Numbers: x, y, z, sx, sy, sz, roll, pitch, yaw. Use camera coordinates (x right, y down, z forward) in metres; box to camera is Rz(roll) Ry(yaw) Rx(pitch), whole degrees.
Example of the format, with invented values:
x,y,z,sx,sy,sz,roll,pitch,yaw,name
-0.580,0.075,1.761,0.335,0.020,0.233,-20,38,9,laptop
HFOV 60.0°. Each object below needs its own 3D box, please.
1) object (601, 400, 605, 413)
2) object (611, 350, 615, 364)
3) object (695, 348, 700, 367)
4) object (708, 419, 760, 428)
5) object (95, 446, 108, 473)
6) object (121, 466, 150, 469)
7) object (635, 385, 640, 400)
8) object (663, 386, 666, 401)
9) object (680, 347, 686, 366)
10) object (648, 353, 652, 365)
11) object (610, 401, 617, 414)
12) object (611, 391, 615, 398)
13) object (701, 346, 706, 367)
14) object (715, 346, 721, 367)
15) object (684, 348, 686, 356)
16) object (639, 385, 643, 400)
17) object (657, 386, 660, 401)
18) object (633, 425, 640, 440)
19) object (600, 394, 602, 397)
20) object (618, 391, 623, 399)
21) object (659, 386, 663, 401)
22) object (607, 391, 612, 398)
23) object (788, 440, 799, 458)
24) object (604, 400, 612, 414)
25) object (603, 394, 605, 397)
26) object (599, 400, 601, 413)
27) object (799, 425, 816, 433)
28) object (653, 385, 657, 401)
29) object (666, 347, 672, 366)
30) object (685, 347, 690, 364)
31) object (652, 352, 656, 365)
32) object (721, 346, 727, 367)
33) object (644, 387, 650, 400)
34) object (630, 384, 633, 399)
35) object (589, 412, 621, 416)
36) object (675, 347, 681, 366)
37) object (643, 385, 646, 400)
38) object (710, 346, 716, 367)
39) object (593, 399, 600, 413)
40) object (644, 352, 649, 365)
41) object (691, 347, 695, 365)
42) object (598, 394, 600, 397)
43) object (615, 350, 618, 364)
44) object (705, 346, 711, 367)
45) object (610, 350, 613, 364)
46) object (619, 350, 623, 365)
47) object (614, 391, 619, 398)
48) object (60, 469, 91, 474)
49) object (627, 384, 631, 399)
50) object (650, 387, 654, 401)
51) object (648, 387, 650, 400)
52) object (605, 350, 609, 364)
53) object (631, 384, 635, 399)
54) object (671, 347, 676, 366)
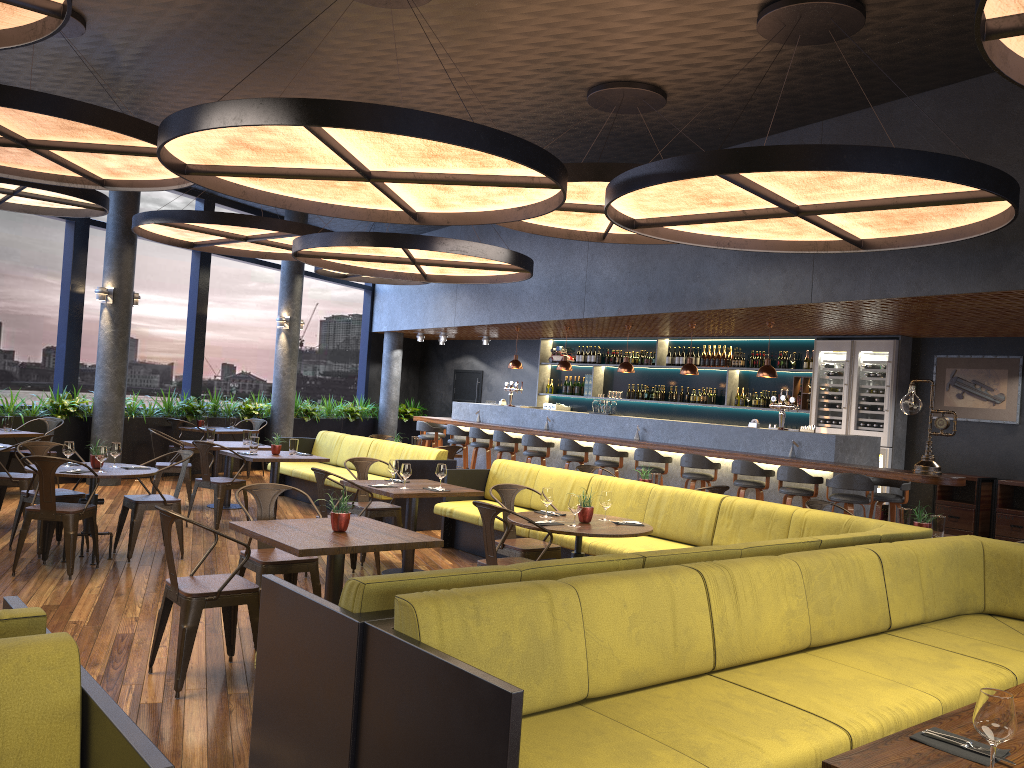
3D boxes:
x,y,z,sx,sy,sz,roll,pitch,yaw,name
1.347,0.342,12.971,0.105,0.209,0.105,4,-1,-4,object
1.763,-0.463,15.392,0.063,0.254,0.063,4,-1,23,object
2.952,-0.424,14.092,0.085,0.310,0.086,4,-1,1,object
2.756,0.471,11.174,0.200,0.106,0.766,4,-1,-39,object
-3.297,0.604,7.122,0.097,0.206,0.097,4,-1,-33,object
-3.214,0.708,7.527,0.255,0.019,0.157,4,-1,-41,object
2.132,0.138,15.043,0.063,0.254,0.063,4,-1,8,object
2.496,0.159,14.603,0.063,0.254,0.063,4,-1,23,object
2.739,-0.438,14.199,0.085,0.310,0.086,4,-1,-12,object
2.319,-0.413,14.807,0.068,0.217,0.068,4,-1,-34,object
1.472,0.350,12.918,0.105,0.209,0.105,4,-1,-4,object
1.762,0.183,15.396,0.084,0.119,0.084,4,-1,6,object
3.001,-0.434,13.865,0.084,0.330,0.084,4,-1,-33,object
3.181,-0.424,13.639,0.084,0.330,0.084,4,-1,-33,object
2.770,-0.434,14.314,0.085,0.310,0.086,4,-1,1,object
2.180,0.140,14.921,0.063,0.254,0.063,4,-1,-12,object
2.432,0.155,14.690,0.063,0.254,0.063,4,-1,-7,object
1.715,0.661,12.089,0.114,0.203,0.069,3,-1,40,object
1.565,0.201,15.547,0.042,0.059,0.042,4,-1,13,object
1.872,0.189,15.262,0.084,0.119,0.084,4,-1,6,object
2.447,0.154,14.534,0.063,0.254,0.063,4,-1,3,object
1.708,0.180,15.462,0.084,0.119,0.084,4,-1,6,object
3.245,0.747,10.231,0.114,0.203,0.069,4,-1,-5,object
1.387,0.343,12.840,0.105,0.209,0.105,4,-1,-4,object
1.608,0.204,15.552,0.042,0.059,0.042,4,-1,13,object
1.324,0.341,13.093,0.105,0.209,0.105,4,-1,-4,object
3.436,0.516,10.312,0.177,0.091,0.091,4,-1,26,object
2.365,0.150,14.644,0.063,0.254,0.063,4,-1,-22,object
2.555,-0.448,14.421,0.085,0.310,0.086,4,-1,-12,object
2.829,-0.431,14.237,0.085,0.310,0.086,4,-1,-28,object
2.357,-0.416,14.658,0.088,0.224,0.088,4,-1,-25,object
3.244,-0.420,13.566,0.084,0.330,0.084,4,-1,-33,object
2.249,0.159,14.777,0.088,0.224,0.088,4,-1,-25,object
2.054,0.134,15.139,0.063,0.254,0.063,3,-1,43,object
1.364,0.438,12.984,0.273,0.019,0.437,4,-1,-39,object
2.682,-0.441,14.272,0.085,0.310,0.086,4,-1,-6,object
2.247,0.145,14.980,0.063,0.254,0.063,4,-1,23,object
3.120,-0.427,13.721,0.084,0.330,0.084,4,-1,-33,object
1.233,0.335,13.034,0.105,0.209,0.105,4,-1,-4,object
2.242,-0.419,14.754,0.068,0.217,0.068,3,-1,35,object
2.864,-0.431,14.050,0.085,0.310,0.086,4,-1,-6,object
1.533,0.200,15.643,0.042,0.059,0.042,4,-1,13,object
1.819,-0.459,15.454,0.063,0.254,0.063,4,-1,23,object
3.061,-0.430,13.793,0.084,0.330,0.084,4,-1,-33,object
1.758,-0.462,15.523,0.063,0.254,0.063,4,-1,28,object
1.889,-0.455,15.382,0.063,0.254,0.063,4,-1,-2,object
1.817,0.186,15.329,0.084,0.119,0.084,4,-1,6,object
-3.441,0.687,7.015,0.157,0.019,0.255,4,-1,3,object
1.985,0.128,15.068,0.063,0.254,0.063,4,-1,23,object
2.354,0.166,14.827,0.088,0.224,0.088,4,-1,25,object
2.275,0.161,14.889,0.088,0.224,0.088,4,-1,15,object
1.668,-0.469,15.463,0.063,0.254,0.063,4,-1,33,object
2.049,0.132,14.990,0.063,0.254,0.063,3,-1,38,object
2.646,-0.441,14.459,0.085,0.310,0.086,4,-1,-25,object
